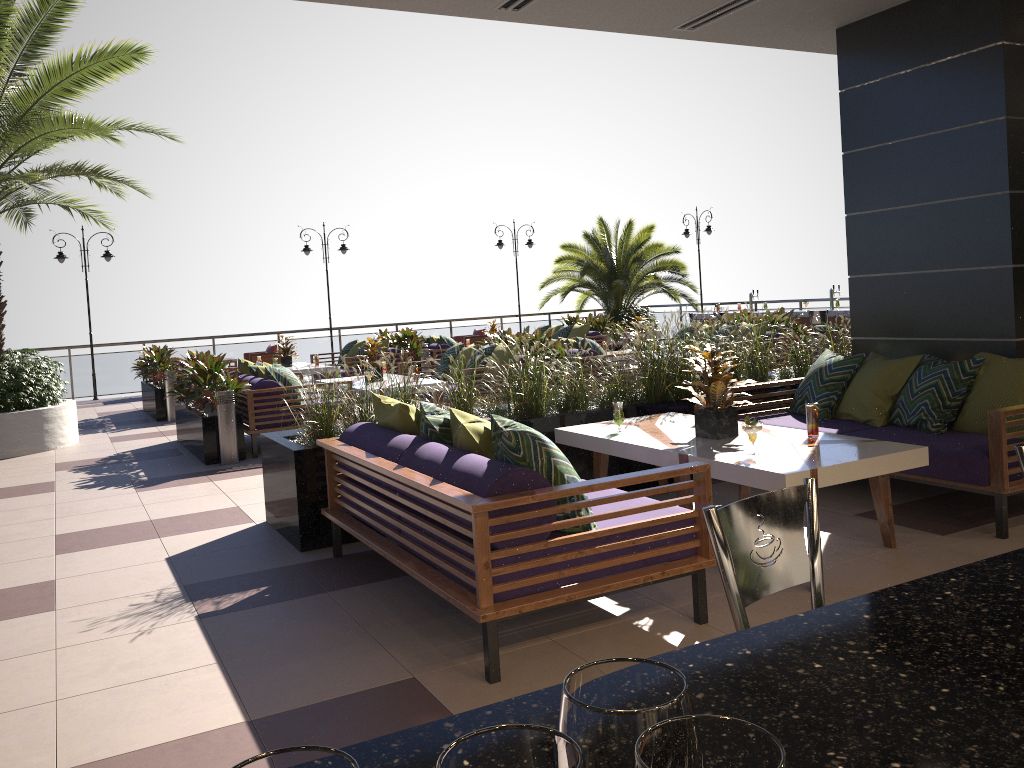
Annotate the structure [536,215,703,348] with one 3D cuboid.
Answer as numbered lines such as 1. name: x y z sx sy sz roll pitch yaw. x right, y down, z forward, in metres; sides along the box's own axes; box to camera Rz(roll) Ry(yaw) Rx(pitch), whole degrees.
1. structure: 2.481 -2.359 20.771 3.797 3.296 3.767 -1 4 30

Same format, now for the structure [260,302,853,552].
1. structure: 0.769 -0.490 2.894 24.770 3.115 7.827 -6 6 -27

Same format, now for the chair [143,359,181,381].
1. chair: -6.684 -0.196 17.007 0.715 0.814 0.715 -5 4 -27

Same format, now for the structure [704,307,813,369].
1. structure: 3.565 -0.539 13.059 0.738 1.169 2.254 -5 5 -26

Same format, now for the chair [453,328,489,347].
1. chair: -0.869 -0.839 20.013 0.715 0.814 0.715 -5 4 -27

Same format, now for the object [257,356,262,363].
1. object: -4.213 -0.374 14.765 0.069 0.181 0.069 -3 2 6

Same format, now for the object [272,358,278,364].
1. object: -3.639 -0.309 13.608 0.082 0.197 0.069 -3 2 14

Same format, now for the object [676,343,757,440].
1. object: 1.134 0.037 5.019 0.425 0.525 0.431 -4 3 -15

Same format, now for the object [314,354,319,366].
1. object: -3.091 -0.376 13.995 0.067 0.189 0.085 -3 2 3

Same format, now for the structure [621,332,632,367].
1. structure: 2.073 -0.588 16.018 0.180 0.699 0.100 -5 2 -27

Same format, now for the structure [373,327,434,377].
1. structure: -1.974 -0.406 15.306 0.716 1.169 2.250 -5 5 -30

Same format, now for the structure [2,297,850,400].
1. structure: -1.215 -0.304 13.248 17.533 1.056 12.935 -6 6 -27

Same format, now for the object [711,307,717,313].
1. object: 4.133 -1.466 18.111 0.105 0.208 0.106 -2 3 38

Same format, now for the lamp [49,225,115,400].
1. lamp: -8.034 -1.352 16.816 1.124 3.321 0.264 -5 2 -27

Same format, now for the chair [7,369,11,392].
1. chair: -9.139 0.076 15.739 0.715 0.814 0.715 -5 4 -27

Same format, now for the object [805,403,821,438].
1. object: 1.631 0.196 4.795 0.067 0.189 0.085 -4 2 -2

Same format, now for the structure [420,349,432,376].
1. structure: -1.377 -0.206 14.235 0.180 0.699 0.100 -5 2 -27

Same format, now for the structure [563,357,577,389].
1. structure: 0.684 0.040 10.246 0.180 0.699 0.100 -5 2 -27

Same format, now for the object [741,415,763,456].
1. object: 1.197 0.256 4.405 0.106 0.197 0.106 -4 3 1

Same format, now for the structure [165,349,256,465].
1. structure: -3.282 0.218 9.520 0.738 1.169 2.254 -5 5 -26

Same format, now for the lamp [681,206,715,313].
1. lamp: 4.403 -2.488 20.688 0.264 3.320 1.122 -5 2 -27

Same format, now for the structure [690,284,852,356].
1. structure: 5.001 -1.110 16.288 0.806 1.324 4.407 -5 5 -27

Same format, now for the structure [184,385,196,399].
1. structure: -3.815 0.287 10.591 0.180 0.699 0.100 -5 2 -27

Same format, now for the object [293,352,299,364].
1. object: -3.677 -0.444 15.071 0.106 0.197 0.106 -3 3 6

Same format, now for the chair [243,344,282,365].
1. chair: -4.989 -0.383 17.883 0.715 0.814 0.715 -5 4 -27

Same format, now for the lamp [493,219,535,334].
1. lamp: 0.147 -2.257 21.044 1.124 3.321 0.264 -5 2 -27

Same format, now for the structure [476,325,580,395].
1. structure: 0.129 -0.158 11.279 0.702 1.170 2.423 -5 5 -25

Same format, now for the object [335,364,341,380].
1. object: -2.104 -0.139 10.710 0.069 0.211 0.069 -5 3 -39

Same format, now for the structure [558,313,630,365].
1. structure: 1.460 -0.784 17.056 0.738 1.169 2.254 -5 5 -26

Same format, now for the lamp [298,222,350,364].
1. lamp: -3.918 -1.808 18.943 1.124 3.321 0.264 -5 2 -27

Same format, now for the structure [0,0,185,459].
1. structure: -6.395 -2.330 10.481 4.745 6.489 4.718 -4 3 -9

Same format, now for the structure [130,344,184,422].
1. structure: -5.386 -0.026 13.517 0.738 1.169 2.254 -5 5 -26

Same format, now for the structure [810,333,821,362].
1. structure: 4.134 -0.341 12.029 0.180 0.699 0.100 -5 2 -27

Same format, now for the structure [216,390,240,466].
1. structure: -2.726 0.418 8.483 0.180 0.699 0.100 -5 2 -27

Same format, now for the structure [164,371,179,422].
1. structure: -4.788 0.171 12.472 0.180 0.699 0.100 -5 2 -27

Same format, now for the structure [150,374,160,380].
1. structure: -5.880 0.040 14.586 0.180 0.699 0.100 -5 2 -27

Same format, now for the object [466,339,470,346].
1. object: -0.817 -0.746 16.483 0.069 0.181 0.069 -5 3 -39
